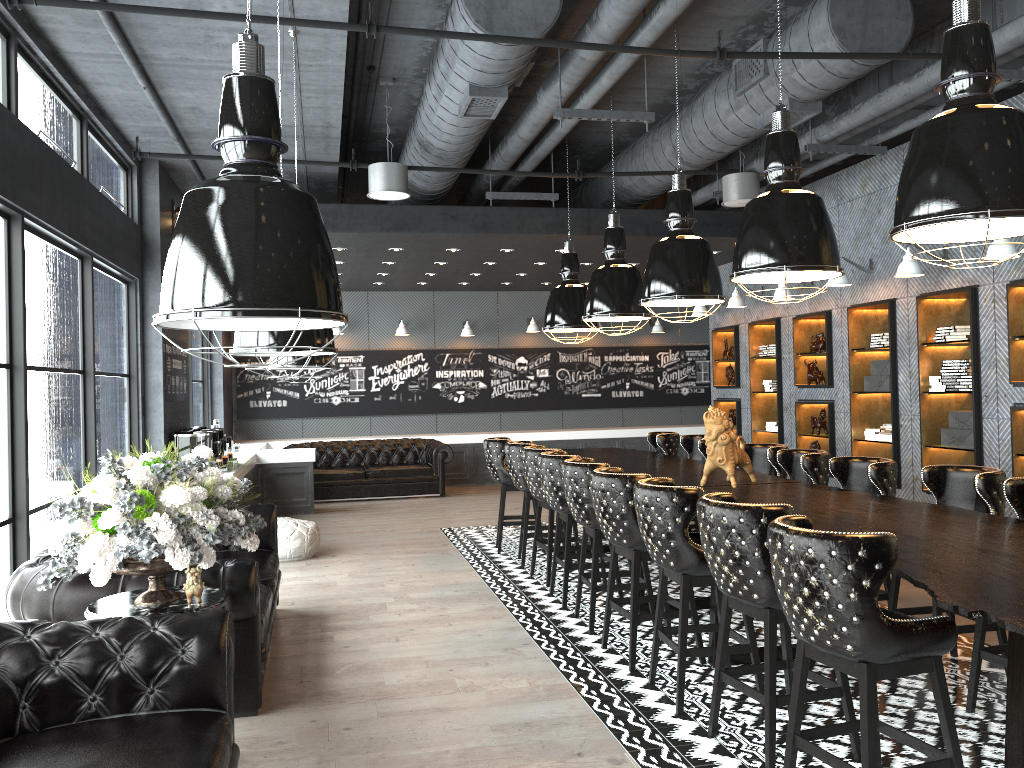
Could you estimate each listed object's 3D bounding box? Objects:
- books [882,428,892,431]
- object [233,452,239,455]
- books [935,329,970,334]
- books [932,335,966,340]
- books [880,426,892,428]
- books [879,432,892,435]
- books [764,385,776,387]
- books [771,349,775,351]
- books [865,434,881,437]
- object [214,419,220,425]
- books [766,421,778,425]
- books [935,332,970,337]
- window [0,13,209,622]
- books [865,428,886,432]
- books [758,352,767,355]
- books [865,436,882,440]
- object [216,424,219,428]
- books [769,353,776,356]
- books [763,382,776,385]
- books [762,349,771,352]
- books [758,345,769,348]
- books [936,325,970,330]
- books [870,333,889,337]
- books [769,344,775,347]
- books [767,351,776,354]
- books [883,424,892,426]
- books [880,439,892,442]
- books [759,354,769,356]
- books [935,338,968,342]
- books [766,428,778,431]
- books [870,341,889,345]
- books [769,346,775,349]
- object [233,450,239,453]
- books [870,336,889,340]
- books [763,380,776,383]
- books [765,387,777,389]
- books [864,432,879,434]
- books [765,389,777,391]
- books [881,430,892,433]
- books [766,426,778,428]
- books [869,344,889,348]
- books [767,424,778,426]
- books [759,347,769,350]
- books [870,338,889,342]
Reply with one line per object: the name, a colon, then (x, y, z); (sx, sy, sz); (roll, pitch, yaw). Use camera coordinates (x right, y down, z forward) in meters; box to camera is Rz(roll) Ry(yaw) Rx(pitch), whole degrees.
books: (3.824, 0.448, 8.794); (0.244, 0.023, 0.247); (-1, 0, -27)
object: (-3.473, 0.858, 11.150); (0.074, 0.073, 0.074); (-1, 0, 8)
books: (4.001, -0.478, 8.036); (0.193, 0.028, 0.245); (-1, 0, -20)
books: (3.968, -0.421, 8.051); (0.193, 0.028, 0.245); (-1, 0, -1)
books: (3.798, 0.427, 8.793); (0.197, 0.020, 0.206); (-1, 0, -10)
books: (3.788, 0.492, 8.797); (0.205, 0.019, 0.264); (-1, 0, -13)
books: (3.313, 0.021, 11.098); (0.245, 0.028, 0.193); (-1, 0, -12)
books: (3.377, -0.426, 11.022); (0.193, 0.028, 0.245); (-1, 0, -30)
books: (3.766, 0.521, 9.096); (0.166, 0.024, 0.227); (-1, 0, -44)
object: (-3.778, 0.491, 11.342); (0.074, 0.073, 0.074); (-2, 0, 19)
books: (3.330, 0.488, 11.120); (0.225, 0.029, 0.179); (-1, 0, -29)
books: (3.991, -0.450, 8.036); (0.193, 0.028, 0.245); (-1, 0, -4)
window: (-2.392, -0.189, 2.907); (0.120, 3.730, 20.792); (-1, 0, -12)
books: (3.772, 0.471, 9.083); (0.225, 0.029, 0.179); (-1, 0, -27)
books: (3.270, -0.394, 11.297); (0.193, 0.028, 0.245); (-1, 0, 0)
books: (3.778, 0.550, 9.083); (0.179, 0.034, 0.243); (-1, 0, -33)
object: (-3.760, 0.552, 11.261); (0.074, 0.073, 0.074); (-1, 0, 8)
books: (3.347, -0.369, 10.997); (0.193, 0.028, 0.245); (-1, 0, -33)
books: (3.297, -0.007, 11.115); (0.245, 0.028, 0.193); (-1, 0, -9)
books: (3.323, -0.424, 11.287); (0.193, 0.028, 0.245); (-1, 0, -5)
books: (3.282, -0.479, 11.279); (0.193, 0.028, 0.245); (-1, 0, -15)
books: (4.011, -0.507, 8.031); (0.193, 0.028, 0.245); (-1, 0, -12)
books: (3.782, -0.498, 8.969); (0.193, 0.028, 0.245); (-1, 0, -9)
books: (3.344, -0.481, 10.998); (0.193, 0.028, 0.245); (-1, 0, -40)
books: (3.326, -0.396, 11.008); (0.193, 0.028, 0.245); (-1, 0, -25)
books: (3.819, 0.405, 8.803); (0.185, 0.024, 0.212); (-1, 0, -18)
books: (3.791, 0.554, 8.790); (0.167, 0.023, 0.228); (-1, 0, -12)
books: (3.285, -0.366, 11.278); (0.193, 0.028, 0.245); (-1, 0, -8)
books: (3.975, -0.393, 8.024); (0.193, 0.028, 0.245); (-1, 0, 4)
books: (3.339, 0.567, 11.110); (0.179, 0.034, 0.243); (-1, 0, -43)
books: (3.772, -0.413, 8.975); (0.193, 0.028, 0.245); (-1, 0, -1)
books: (3.345, -0.453, 10.999); (0.193, 0.028, 0.245); (-1, 0, -32)
object: (-3.473, 0.824, 11.150); (0.074, 0.073, 0.074); (-1, 0, 8)
books: (3.794, -0.470, 9.011); (0.193, 0.028, 0.245); (-1, 0, -6)
books: (3.308, -0.036, 11.118); (0.245, 0.028, 0.193); (-1, 0, -19)
books: (3.301, 0.049, 11.054); (0.245, 0.028, 0.193); (-1, 0, -3)
books: (3.784, 0.497, 9.122); (0.243, 0.024, 0.175); (-1, 0, -13)
books: (3.324, 0.077, 11.099); (0.245, 0.028, 0.193); (-1, 0, -16)
books: (3.797, 0.471, 8.805); (0.197, 0.023, 0.248); (-1, 0, 5)
books: (3.326, 0.538, 11.123); (0.166, 0.024, 0.227); (-1, 0, -26)
books: (3.781, -0.385, 8.986); (0.193, 0.028, 0.245); (-1, 0, -12)
books: (3.347, 0.514, 11.130); (0.243, 0.024, 0.175); (-1, 0, -21)
books: (3.283, -0.451, 11.279); (0.193, 0.028, 0.245); (-1, 0, -7)
books: (3.784, -0.442, 8.964); (0.193, 0.028, 0.245); (-1, 0, -21)
